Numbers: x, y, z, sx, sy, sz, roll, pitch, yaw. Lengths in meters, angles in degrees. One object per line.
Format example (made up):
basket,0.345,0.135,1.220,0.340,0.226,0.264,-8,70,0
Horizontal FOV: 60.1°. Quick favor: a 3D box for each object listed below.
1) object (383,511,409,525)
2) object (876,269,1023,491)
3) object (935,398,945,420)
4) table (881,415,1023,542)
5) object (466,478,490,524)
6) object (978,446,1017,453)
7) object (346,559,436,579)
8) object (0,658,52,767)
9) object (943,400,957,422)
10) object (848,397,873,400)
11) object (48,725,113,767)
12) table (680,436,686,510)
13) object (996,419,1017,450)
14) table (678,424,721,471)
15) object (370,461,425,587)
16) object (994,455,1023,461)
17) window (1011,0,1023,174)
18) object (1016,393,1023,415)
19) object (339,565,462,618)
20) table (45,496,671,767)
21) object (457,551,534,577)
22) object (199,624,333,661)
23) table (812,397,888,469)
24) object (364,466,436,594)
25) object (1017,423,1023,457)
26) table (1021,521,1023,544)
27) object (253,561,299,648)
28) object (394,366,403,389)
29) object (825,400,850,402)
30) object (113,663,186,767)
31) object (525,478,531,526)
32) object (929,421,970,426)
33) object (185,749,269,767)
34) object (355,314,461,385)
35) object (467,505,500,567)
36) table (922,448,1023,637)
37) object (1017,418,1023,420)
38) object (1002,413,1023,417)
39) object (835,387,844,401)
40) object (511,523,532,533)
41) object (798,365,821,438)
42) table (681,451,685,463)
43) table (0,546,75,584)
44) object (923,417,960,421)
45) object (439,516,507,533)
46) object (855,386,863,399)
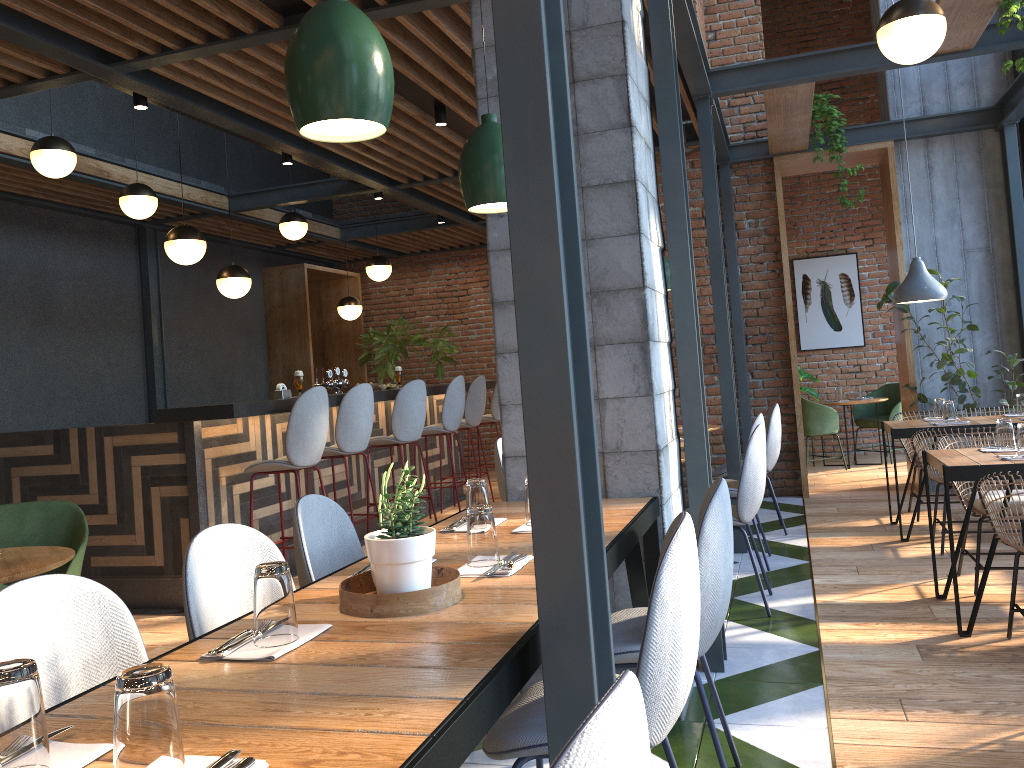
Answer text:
object,-0.279,0.379,2.154,0.080,0.138,0.080,-4,-2,-19
object,3.553,-0.006,6.911,1.064,1.776,1.015,-4,-2,-14
object,2.857,0.166,5.906,0.080,0.138,0.080,-5,-2,34
table,3.106,0.579,5.662,1.270,0.707,0.658,-4,-1,17
object,-0.104,0.361,2.713,0.080,0.138,0.080,-6,-2,40
object,2.277,0.294,4.063,0.242,0.019,0.157,-4,1,16
object,-0.290,0.446,2.178,0.157,0.019,0.243,-4,1,18
object,-0.613,0.415,1.088,0.080,0.138,0.080,-4,-2,-9
object,2.771,0.175,5.617,0.080,0.138,0.080,-4,-2,-23
object,3.726,0.151,9.449,0.157,0.019,0.242,-5,1,-25
object,-0.624,0.482,1.112,0.157,0.019,0.243,-4,1,18
table,0.879,0.729,5.420,0.700,0.748,0.698,-4,-1,-31
object,2.254,0.230,4.047,0.080,0.138,0.080,-6,-2,39
table,1.179,0.697,6.389,0.700,0.748,0.698,-4,-1,-27
object,-0.256,0.313,1.931,0.115,0.282,0.127,-5,-2,13
object,2.174,0.305,3.762,0.242,0.019,0.157,-4,1,19
window,2.835,-2.231,2.973,0.127,5.607,8.721,-5,0,17
object,3.323,0.132,5.762,0.080,0.138,0.080,-4,-2,-9
object,-0.233,0.431,1.855,0.251,0.046,0.253,-4,0,-9
table,-0.190,0.836,1.814,0.657,0.767,2.773,-5,0,17
object,-0.052,0.429,2.106,0.157,0.019,0.243,-4,1,18
object,-0.442,0.463,1.631,0.157,0.019,0.243,-4,1,18
table,3.576,0.517,9.373,0.807,0.688,0.806,-4,-1,1
object,-0.228,0.314,1.808,0.146,0.277,0.145,-4,-2,-2
object,2.197,0.236,3.780,0.080,0.138,0.080,-4,-2,-8
table,1.964,0.702,1.976,1.270,0.707,0.658,-4,-1,17
object,-0.431,0.396,1.606,0.080,0.138,0.080,-4,-2,-9
object,-0.930,-0.054,7.268,0.070,0.183,0.070,-6,-2,38
object,3.415,0.176,9.324,0.157,0.019,0.242,-5,1,-25
object,-0.422,0.401,1.026,0.080,0.138,0.080,-6,-2,39
object,0.074,0.348,2.643,0.080,0.138,0.080,-4,-2,-19
object,2.750,0.243,5.597,0.242,0.019,0.157,-4,1,14
object,-0.401,0.466,0.997,0.157,0.019,0.243,-4,1,16
object,-1.304,0.161,11.161,1.514,2.100,1.083,-5,-2,22
object,-0.073,0.364,2.135,0.080,0.138,0.080,-6,-2,40
table,2.529,0.641,3.800,1.270,0.707,0.658,-4,-1,17
object,3.242,0.207,5.460,0.242,0.019,0.157,-4,1,17
object,3.342,0.197,5.779,0.242,0.019,0.157,-4,1,17
object,3.440,0.107,9.317,0.080,0.138,0.080,-5,-2,38
object,0.095,0.413,2.613,0.157,0.019,0.243,-4,1,18
object,3.148,0.287,10.090,0.634,1.198,0.712,-4,-2,-23
table,0.615,0.758,4.569,0.698,0.748,0.700,-5,-1,27
table,-1.961,0.997,3.104,0.808,0.688,0.805,-4,-1,-42
object,2.882,0.230,5.921,0.242,0.019,0.157,-4,1,21
object,-0.115,0.428,2.737,0.157,0.019,0.243,-4,1,18
object,3.694,0.087,9.452,0.080,0.138,0.080,-5,-2,38
